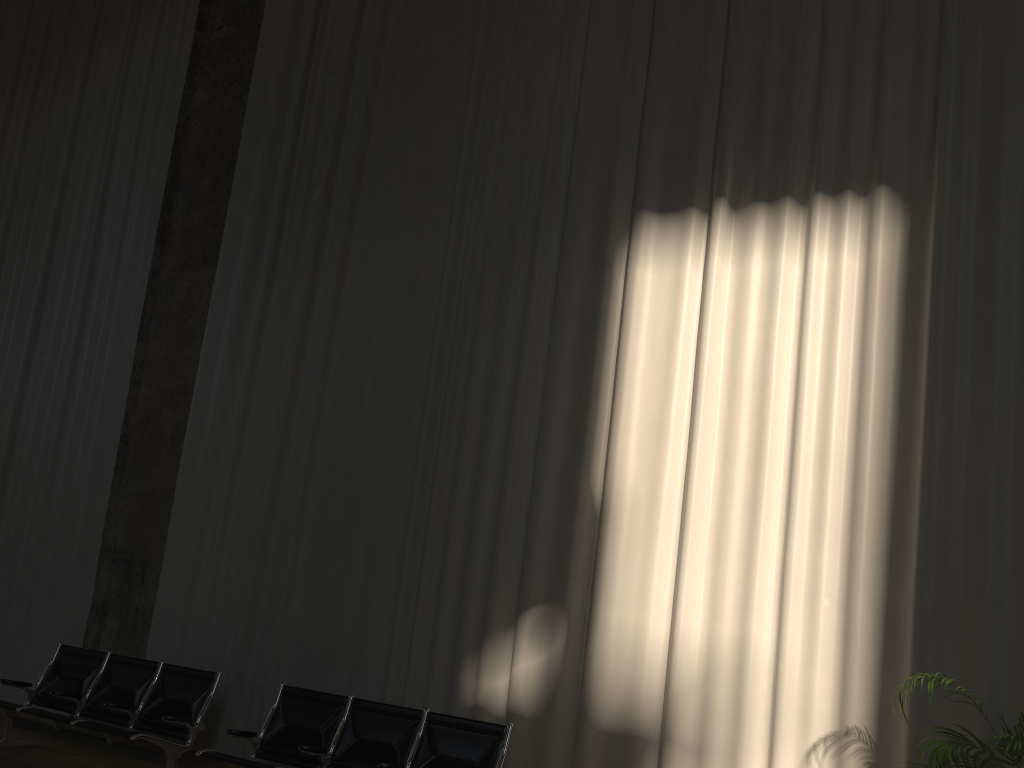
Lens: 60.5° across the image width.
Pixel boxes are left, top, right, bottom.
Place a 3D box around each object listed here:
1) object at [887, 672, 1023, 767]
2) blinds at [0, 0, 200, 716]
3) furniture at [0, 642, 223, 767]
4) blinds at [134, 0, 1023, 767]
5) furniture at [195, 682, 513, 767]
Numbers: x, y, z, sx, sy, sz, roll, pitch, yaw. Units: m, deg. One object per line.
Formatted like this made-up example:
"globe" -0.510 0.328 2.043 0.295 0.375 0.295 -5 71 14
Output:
"object" 2.316 2.118 4.087 1.126 1.426 1.120 3 -11 19
"blinds" -7.045 -1.001 10.481 7.813 8.469 0.281 1 -10 29
"furniture" -3.123 2.413 6.467 1.866 0.825 0.726 -1 -13 28
"blinds" 0.615 -1.158 6.484 7.813 8.469 0.281 1 -10 29
"furniture" -1.006 2.369 5.363 1.866 0.825 0.726 -1 -13 28
